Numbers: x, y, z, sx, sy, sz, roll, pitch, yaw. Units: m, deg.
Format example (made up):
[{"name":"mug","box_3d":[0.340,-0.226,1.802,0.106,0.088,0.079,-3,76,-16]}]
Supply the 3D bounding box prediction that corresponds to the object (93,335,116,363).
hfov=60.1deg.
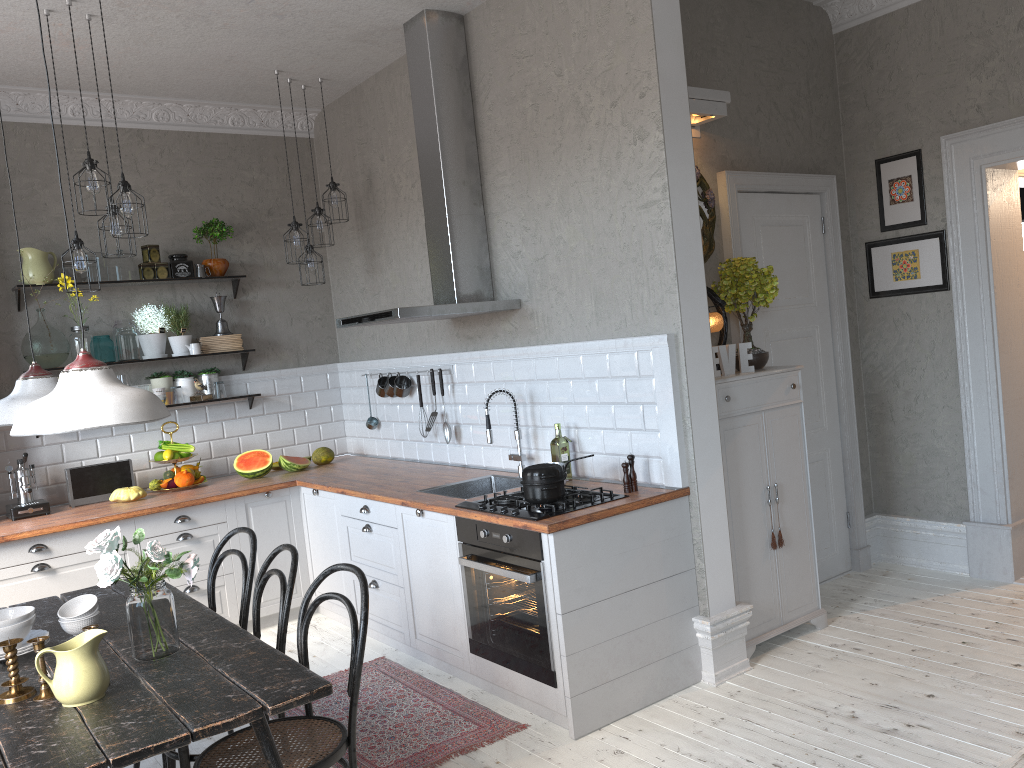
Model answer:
[{"name":"object","box_3d":[-2.513,-0.210,5.441,0.128,0.172,0.123,-8,4,-33]}]

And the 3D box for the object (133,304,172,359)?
[{"name":"object","box_3d":[-2.270,-0.338,5.623,0.248,0.354,0.231,-7,3,-18]}]

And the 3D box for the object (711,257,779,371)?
[{"name":"object","box_3d":[1.153,-0.346,4.331,0.298,0.553,0.340,-6,3,-2]}]

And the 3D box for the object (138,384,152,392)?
[{"name":"object","box_3d":[-2.277,0.076,5.513,0.077,0.139,0.080,-4,4,27]}]

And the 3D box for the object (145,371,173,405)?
[{"name":"object","box_3d":[-2.244,0.026,5.640,0.153,0.217,0.159,-4,4,34]}]

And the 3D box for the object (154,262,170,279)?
[{"name":"object","box_3d":[-2.214,-0.707,5.600,0.084,0.113,0.081,-8,4,-26]}]

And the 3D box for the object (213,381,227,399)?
[{"name":"object","box_3d":[-1.906,0.039,5.770,0.079,0.108,0.076,-9,4,-43]}]

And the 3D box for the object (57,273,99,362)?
[{"name":"object","box_3d":[-2.565,-0.381,5.231,0.195,0.540,0.275,-9,4,-44]}]

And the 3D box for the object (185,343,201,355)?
[{"name":"object","box_3d":[-2.026,-0.223,5.660,0.106,0.071,0.062,-6,3,-7]}]

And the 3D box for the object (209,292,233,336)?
[{"name":"object","box_3d":[-1.925,-0.461,5.847,0.128,0.288,0.133,-3,4,39]}]

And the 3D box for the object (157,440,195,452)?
[{"name":"object","box_3d":[-2.068,0.382,5.451,0.215,0.101,0.066,-8,4,-30]}]

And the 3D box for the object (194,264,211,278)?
[{"name":"object","box_3d":[-1.994,-0.727,5.704,0.095,0.096,0.073,-8,4,-35]}]

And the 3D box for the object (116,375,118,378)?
[{"name":"object","box_3d":[-2.413,0.053,5.482,0.080,0.217,0.083,-3,4,40]}]

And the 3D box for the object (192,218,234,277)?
[{"name":"object","box_3d":[-1.940,-0.889,5.810,0.263,0.397,0.239,-7,3,-12]}]

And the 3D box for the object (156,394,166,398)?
[{"name":"object","box_3d":[-2.194,0.093,5.521,0.079,0.051,0.075,-9,4,-43]}]

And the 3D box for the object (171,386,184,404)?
[{"name":"object","box_3d":[-2.132,0.069,5.634,0.079,0.108,0.076,-9,4,-43]}]

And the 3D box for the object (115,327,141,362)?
[{"name":"object","box_3d":[-2.363,-0.243,5.443,0.126,0.206,0.123,-7,3,-14]}]

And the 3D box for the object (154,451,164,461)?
[{"name":"object","box_3d":[-2.142,0.450,5.432,0.099,0.078,0.098,-3,4,41]}]

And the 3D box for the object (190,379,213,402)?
[{"name":"object","box_3d":[-2.007,0.035,5.718,0.099,0.147,0.120,-5,3,22]}]

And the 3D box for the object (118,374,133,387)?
[{"name":"object","box_3d":[-2.359,0.051,5.413,0.080,0.217,0.083,-3,4,40]}]

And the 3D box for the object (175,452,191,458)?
[{"name":"object","box_3d":[-2.036,0.445,5.480,0.099,0.062,0.077,-4,3,27]}]

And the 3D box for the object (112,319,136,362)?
[{"name":"object","box_3d":[-2.433,-0.271,5.575,0.134,0.264,0.129,-8,4,-31]}]

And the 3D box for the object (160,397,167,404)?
[{"name":"object","box_3d":[-2.192,0.111,5.522,0.079,0.051,0.075,-9,4,-43]}]

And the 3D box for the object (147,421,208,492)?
[{"name":"object","box_3d":[-2.088,0.440,5.466,0.344,0.426,0.359,-3,4,39]}]

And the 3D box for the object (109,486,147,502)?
[{"name":"object","box_3d":[-2.234,0.641,5.151,0.201,0.083,0.185,-8,4,-36]}]

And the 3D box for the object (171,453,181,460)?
[{"name":"object","box_3d":[-2.062,0.449,5.419,0.065,0.061,0.065,-8,4,-36]}]

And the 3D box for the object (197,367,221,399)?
[{"name":"object","box_3d":[-1.991,-0.006,5.847,0.162,0.213,0.150,-9,4,-38]}]

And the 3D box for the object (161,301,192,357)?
[{"name":"object","box_3d":[-2.133,-0.366,5.662,0.167,0.380,0.186,-5,3,15]}]

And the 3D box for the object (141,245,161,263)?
[{"name":"object","box_3d":[-2.264,-0.812,5.555,0.081,0.113,0.084,-4,4,34]}]

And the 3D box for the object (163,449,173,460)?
[{"name":"object","box_3d":[-2.089,0.431,5.381,0.060,0.069,0.078,-7,3,-16]}]

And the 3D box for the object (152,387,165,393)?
[{"name":"object","box_3d":[-2.198,0.051,5.519,0.075,0.051,0.079,-3,4,40]}]

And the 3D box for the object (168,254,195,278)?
[{"name":"object","box_3d":[-2.145,-0.751,5.713,0.145,0.174,0.139,-8,4,-36]}]

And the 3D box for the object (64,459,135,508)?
[{"name":"object","box_3d":[-2.437,0.586,5.250,0.359,0.226,0.086,-8,4,-36]}]

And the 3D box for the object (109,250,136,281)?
[{"name":"object","box_3d":[-2.449,-0.733,5.555,0.138,0.220,0.141,-5,3,13]}]

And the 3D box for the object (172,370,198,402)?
[{"name":"object","box_3d":[-2.121,0.012,5.741,0.174,0.214,0.146,-6,3,-7]}]

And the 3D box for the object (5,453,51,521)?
[{"name":"object","box_3d":[-2.712,0.558,4.941,0.210,0.370,0.346,-8,4,-36]}]

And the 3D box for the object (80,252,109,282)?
[{"name":"object","box_3d":[-2.539,-0.697,5.373,0.172,0.184,0.172,-6,3,3]}]

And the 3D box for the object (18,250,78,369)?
[{"name":"object","box_3d":[-2.740,-0.427,5.156,0.333,0.674,0.339,-5,3,22]}]

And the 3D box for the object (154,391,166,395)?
[{"name":"object","box_3d":[-2.195,0.076,5.520,0.078,0.051,0.076,-7,3,-17]}]

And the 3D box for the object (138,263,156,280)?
[{"name":"object","box_3d":[-2.287,-0.697,5.551,0.084,0.113,0.081,-8,4,-36]}]
